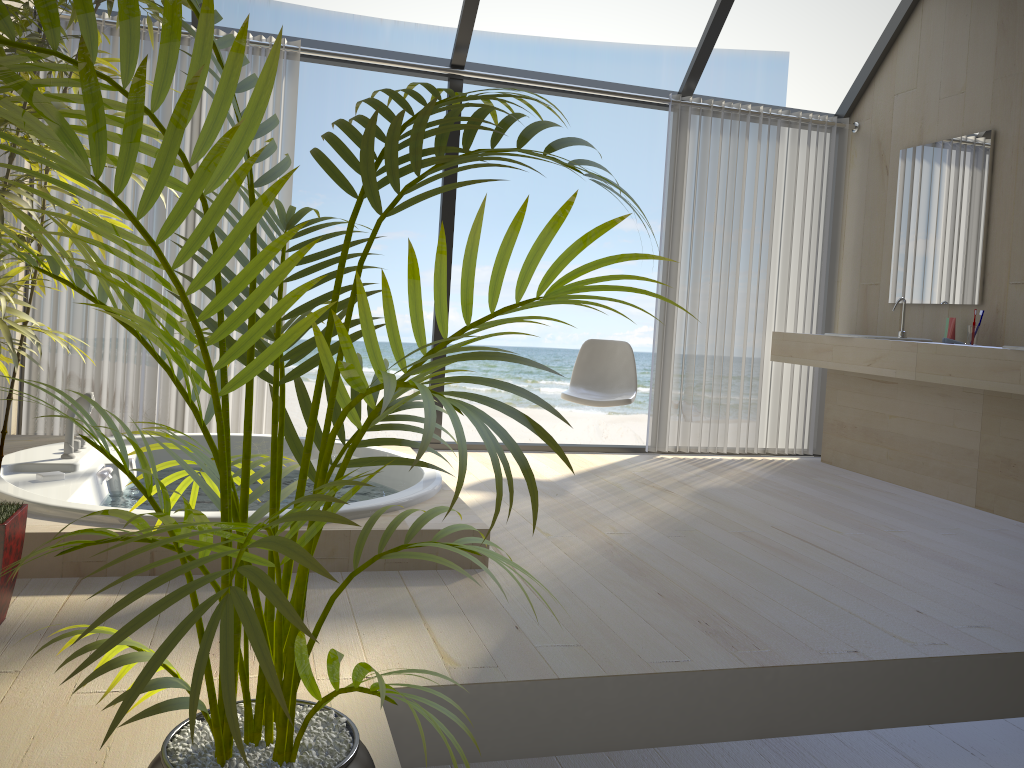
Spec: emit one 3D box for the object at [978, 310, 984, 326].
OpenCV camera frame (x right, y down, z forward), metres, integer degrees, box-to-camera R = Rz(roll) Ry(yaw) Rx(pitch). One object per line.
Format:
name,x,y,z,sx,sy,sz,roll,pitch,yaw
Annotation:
object,2.282,-0.276,4.344,0.054,0.175,0.012,4,1,9

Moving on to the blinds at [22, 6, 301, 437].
blinds,-1.714,-0.741,4.387,1.181,2.067,0.084,3,2,-16

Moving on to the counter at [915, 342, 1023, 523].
counter,2.282,0.271,3.601,0.550,0.789,1.209,3,4,-16

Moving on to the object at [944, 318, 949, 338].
object,2.233,-0.271,4.527,0.039,0.134,0.039,5,2,32

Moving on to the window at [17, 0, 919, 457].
window,-0.069,-1.001,4.647,4.556,2.809,0.747,3,2,-16

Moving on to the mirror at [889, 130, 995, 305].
mirror,2.274,-0.861,4.721,0.023,0.867,0.655,3,3,-16

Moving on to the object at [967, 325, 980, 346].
object,2.264,-0.237,4.348,0.058,0.100,0.058,3,2,-9

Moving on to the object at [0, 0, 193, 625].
object,-1.258,-0.312,1.988,0.787,1.753,0.937,4,2,9

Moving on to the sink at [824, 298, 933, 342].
sink,1.940,-0.260,4.703,0.503,0.418,0.576,3,4,-13

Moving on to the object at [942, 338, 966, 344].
object,2.168,-0.211,4.344,0.104,0.029,0.032,6,4,24

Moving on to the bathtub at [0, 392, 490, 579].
bathtub,-1.171,0.403,3.278,1.819,0.697,1.653,2,5,-16

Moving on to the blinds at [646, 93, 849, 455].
blinds,1.408,-0.617,5.290,1.181,2.067,0.084,3,2,-16

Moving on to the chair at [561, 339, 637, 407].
chair,0.474,-0.058,4.680,0.369,0.347,0.455,4,4,12

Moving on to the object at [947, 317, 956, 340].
object,2.195,-0.265,4.420,0.039,0.134,0.039,5,2,32

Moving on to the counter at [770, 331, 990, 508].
counter,1.950,0.152,4.759,0.550,0.789,1.209,3,4,-16

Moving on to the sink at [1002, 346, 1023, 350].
sink,2.272,-0.140,3.545,0.503,0.418,0.576,3,4,-13

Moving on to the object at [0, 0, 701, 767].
object,-0.251,0.022,1.164,1.064,1.343,0.876,2,3,-28

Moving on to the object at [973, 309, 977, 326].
object,2.255,-0.277,4.320,0.012,0.178,0.050,4,2,23
